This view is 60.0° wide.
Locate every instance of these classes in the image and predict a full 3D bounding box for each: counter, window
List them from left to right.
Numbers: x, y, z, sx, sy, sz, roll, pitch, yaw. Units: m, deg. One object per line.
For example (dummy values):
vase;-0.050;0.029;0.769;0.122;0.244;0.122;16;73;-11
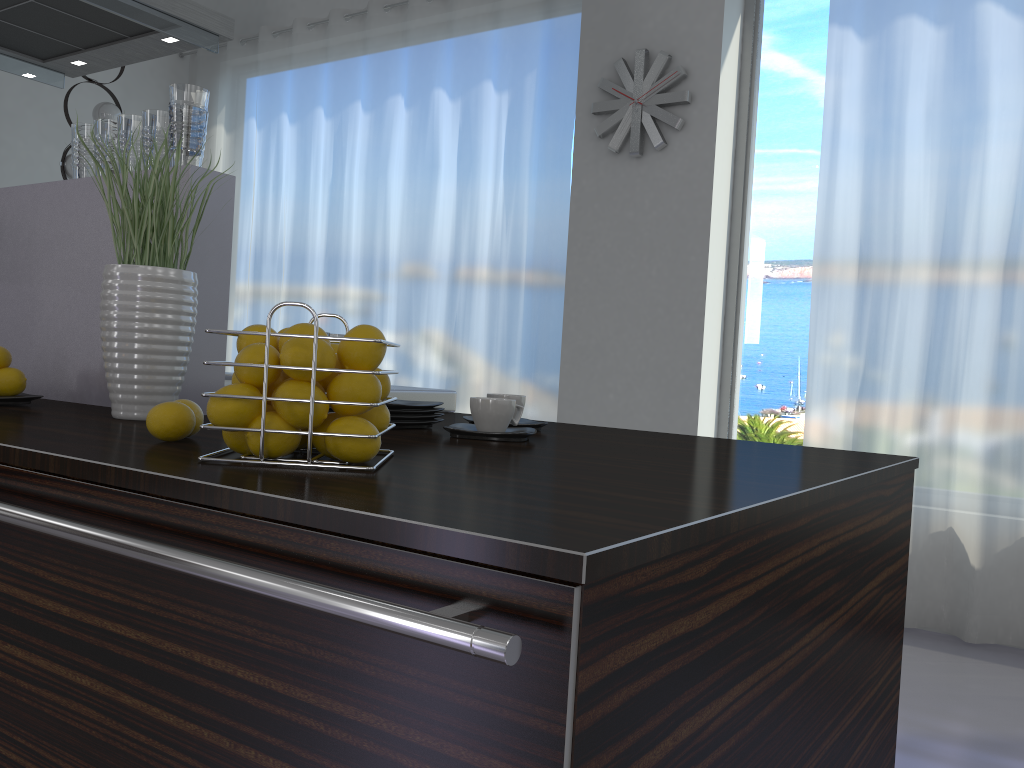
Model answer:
counter;-0.971;0.230;2.037;3.291;1.300;1.302;4;1;34
window;2.323;-0.699;3.465;3.000;2.500;0.100;4;1;34

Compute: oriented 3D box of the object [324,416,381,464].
object;-0.175;0.061;0.972;0.062;0.052;0.053;3;1;-17

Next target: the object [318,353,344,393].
object;-0.202;-0.011;1.042;0.055;0.051;0.061;4;1;28

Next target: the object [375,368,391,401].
object;-0.181;0.006;1.105;0.060;0.055;0.053;3;1;-13

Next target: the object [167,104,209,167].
object;-0.609;-0.453;1.659;0.071;0.119;0.072;3;1;-16

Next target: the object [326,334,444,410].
object;-0.355;-0.035;1.795;0.269;0.147;0.646;3;1;-32

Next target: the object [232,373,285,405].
object;-0.296;0.000;1.038;0.062;0.053;0.052;4;1;5

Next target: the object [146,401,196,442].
object;-0.433;0.048;1.125;0.063;0.051;0.053;4;1;37

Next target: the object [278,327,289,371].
object;-0.274;-0.041;1.103;0.052;0.060;0.057;4;1;22

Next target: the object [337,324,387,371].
object;-0.171;-0.039;1.016;0.050;0.060;0.059;4;1;33

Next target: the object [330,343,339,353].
object;-0.222;-0.025;1.104;0.063;0.051;0.053;3;1;-11

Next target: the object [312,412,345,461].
object;-0.201;0.061;1.026;0.061;0.055;0.050;3;1;-11

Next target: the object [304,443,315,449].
object;-0.254;0.053;1.102;0.053;0.053;0.061;3;1;-14

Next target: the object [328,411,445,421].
object;-0.262;0.057;1.636;0.232;0.020;0.232;4;1;42

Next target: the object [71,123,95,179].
object;-0.877;-0.472;1.838;0.072;0.119;0.071;3;1;-6

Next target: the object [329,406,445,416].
object;-0.261;0.047;1.636;0.232;0.020;0.232;4;1;37

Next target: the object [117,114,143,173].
object;-0.743;-0.462;1.749;0.071;0.119;0.072;3;1;-16

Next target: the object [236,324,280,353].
object;-0.301;-0.045;1.057;0.053;0.051;0.063;3;1;-9

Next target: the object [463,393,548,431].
object;-0.013;0.056;1.770;0.153;0.069;0.153;3;1;-23

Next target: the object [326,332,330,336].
object;-0.447;-0.058;1.987;0.072;0.119;0.071;4;1;34

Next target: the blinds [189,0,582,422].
blinds;-1.063;-0.747;5.447;3.245;3.112;0.120;4;1;34

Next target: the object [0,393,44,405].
object;-0.979;0.023;1.579;0.232;0.020;0.232;4;1;42

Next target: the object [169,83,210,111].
object;-0.606;-0.491;1.659;0.071;0.119;0.072;3;1;-16

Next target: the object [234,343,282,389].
object;-0.282;-0.020;0.986;0.053;0.052;0.061;3;1;-43

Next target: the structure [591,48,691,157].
structure;0.604;-1.337;4.216;0.505;0.505;0.076;4;1;34

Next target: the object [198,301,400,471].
object;-0.237;-0.002;1.036;0.189;0.174;0.207;3;1;-1

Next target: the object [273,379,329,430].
object;-0.231;0.022;0.970;0.061;0.055;0.051;4;1;13

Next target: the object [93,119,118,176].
object;-0.810;-0.467;1.793;0.071;0.119;0.072;3;1;-16

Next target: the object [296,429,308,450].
object;-0.257;0.048;1.043;0.057;0.060;0.052;4;1;39

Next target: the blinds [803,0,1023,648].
blinds;2.481;-0.495;3.085;2.830;3.112;0.120;4;1;34

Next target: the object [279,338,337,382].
object;-0.225;-0.028;0.974;0.063;0.053;0.051;3;1;-43

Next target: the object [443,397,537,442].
object;-0.035;0.059;1.498;0.153;0.069;0.153;4;1;7

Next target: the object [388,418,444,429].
object;-0.263;0.067;1.636;0.232;0.020;0.232;4;1;42

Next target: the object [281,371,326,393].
object;-0.253;-0.001;1.075;0.064;0.053;0.051;4;1;36

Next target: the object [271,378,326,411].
object;-0.240;0.018;1.000;0.051;0.053;0.062;4;1;42

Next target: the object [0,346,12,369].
object;-0.925;-0.046;1.588;0.053;0.048;0.063;3;1;0

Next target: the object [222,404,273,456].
object;-0.295;0.052;1.021;0.074;0.063;0.064;3;1;-36

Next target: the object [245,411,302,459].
object;-0.262;0.056;0.973;0.051;0.053;0.063;4;1;42

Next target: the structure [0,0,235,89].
structure;-1.569;-1.759;2.894;0.981;1.231;0.915;4;1;34

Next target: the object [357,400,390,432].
object;-0.177;0.038;1.062;0.062;0.053;0.052;3;1;-19

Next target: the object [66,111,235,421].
object;-0.594;-0.193;1.434;0.269;0.502;0.247;3;1;-13

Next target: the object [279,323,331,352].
object;-0.243;-0.045;1.041;0.051;0.053;0.063;4;1;35

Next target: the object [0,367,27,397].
object;-0.900;-0.003;1.582;0.063;0.053;0.051;3;1;-16

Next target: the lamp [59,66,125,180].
lamp;-2.435;-1.578;5.164;0.180;2.370;0.367;4;1;27

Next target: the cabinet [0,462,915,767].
cabinet;-0.992;0.453;2.032;3.285;0.852;1.377;4;1;34

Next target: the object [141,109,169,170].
object;-0.676;-0.457;1.704;0.071;0.119;0.072;3;1;-16

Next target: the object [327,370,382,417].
object;-0.177;0.010;0.997;0.061;0.054;0.053;3;1;-10

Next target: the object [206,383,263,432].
object;-0.300;0.026;0.965;0.061;0.054;0.052;4;1;11

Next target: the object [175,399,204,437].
object;-0.441;0.046;1.189;0.053;0.051;0.063;3;1;2
